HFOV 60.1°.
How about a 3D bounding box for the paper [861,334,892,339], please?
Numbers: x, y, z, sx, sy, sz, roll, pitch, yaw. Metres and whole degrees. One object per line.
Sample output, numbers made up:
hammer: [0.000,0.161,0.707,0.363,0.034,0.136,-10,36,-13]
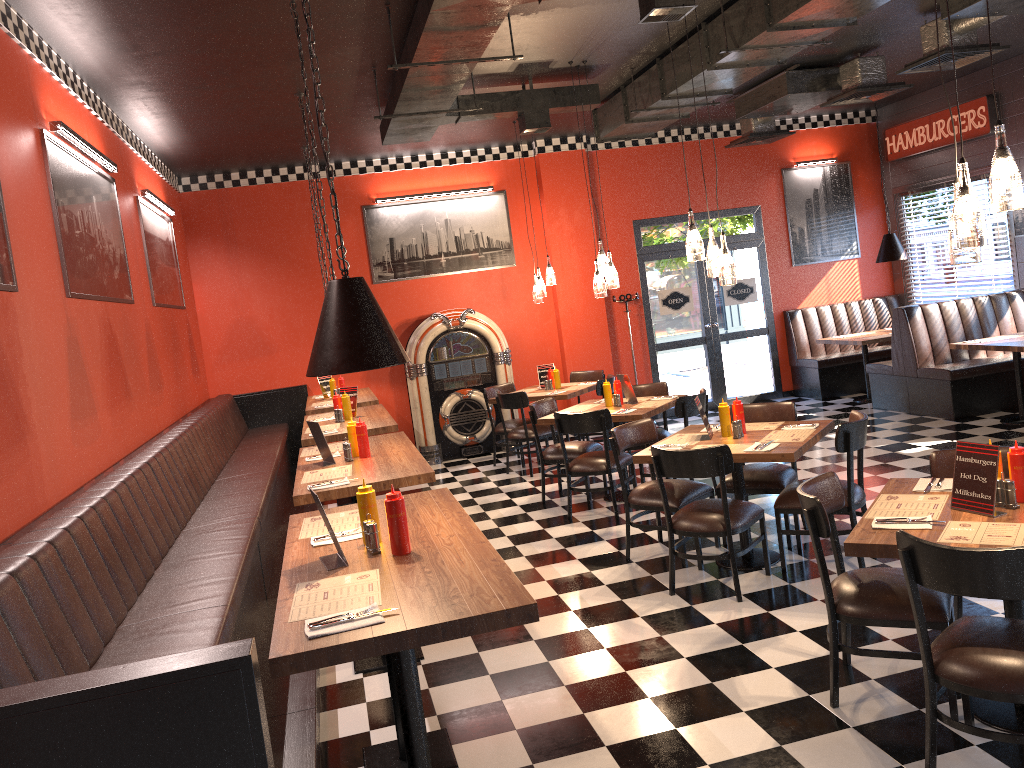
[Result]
paper: [4.319,-0.556,10.387,0.366,0.001,0.261,-9,6,-15]

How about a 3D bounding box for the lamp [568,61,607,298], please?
lamp: [0.613,-1.692,7.345,0.108,1.961,0.109,-8,3,0]

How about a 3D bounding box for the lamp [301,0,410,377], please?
lamp: [-0.699,-1.064,3.199,0.381,2.039,0.383,-6,4,29]

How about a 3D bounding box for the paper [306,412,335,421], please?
paper: [-1.664,0.281,7.765,0.261,0.001,0.366,-9,6,-9]

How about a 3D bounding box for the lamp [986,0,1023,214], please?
lamp: [1.639,-1.586,3.107,0.109,1.961,0.108,-9,3,-20]

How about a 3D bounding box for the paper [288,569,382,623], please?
paper: [-0.526,0.630,2.659,0.261,0.001,0.366,-9,6,-9]

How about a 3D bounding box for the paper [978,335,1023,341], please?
paper: [4.801,-0.454,8.691,0.366,0.001,0.261,-9,6,-10]

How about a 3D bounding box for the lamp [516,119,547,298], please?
lamp: [0.188,-1.896,9.399,0.108,1.961,0.109,-6,4,30]

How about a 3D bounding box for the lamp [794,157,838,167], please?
lamp: [4.040,-2.951,11.789,0.611,0.056,0.081,-9,5,-12]

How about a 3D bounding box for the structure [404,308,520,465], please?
structure: [-0.615,-0.019,10.596,1.296,1.764,0.501,-9,3,-12]

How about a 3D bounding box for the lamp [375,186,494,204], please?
lamp: [-0.932,-2.290,10.718,1.446,0.056,0.081,-9,5,-12]

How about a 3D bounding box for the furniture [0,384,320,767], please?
furniture: [-1.957,0.912,6.123,1.105,1.146,8.773,-9,6,-12]

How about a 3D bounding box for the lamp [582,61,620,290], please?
lamp: [0.721,-1.769,7.381,0.109,1.961,0.108,-9,4,-30]

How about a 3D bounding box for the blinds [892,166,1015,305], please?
blinds: [5.410,-1.727,10.923,0.099,1.630,1.872,-8,5,-12]

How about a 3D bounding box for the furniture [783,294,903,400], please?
furniture: [4.581,-0.516,11.642,1.711,1.151,0.707,-9,4,-12]

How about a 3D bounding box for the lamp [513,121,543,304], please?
lamp: [0.157,-1.844,9.519,0.109,1.961,0.108,-9,4,-30]

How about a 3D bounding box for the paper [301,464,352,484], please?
paper: [-0.996,0.485,4.777,0.261,0.001,0.366,-9,6,-9]

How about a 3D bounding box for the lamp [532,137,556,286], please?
lamp: [0.294,-2.028,9.440,0.108,1.961,0.109,-7,3,20]

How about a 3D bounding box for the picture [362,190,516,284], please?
picture: [-0.869,-1.789,10.772,1.772,0.937,0.023,-9,3,-12]

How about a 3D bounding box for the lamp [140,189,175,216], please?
lamp: [-3.328,-1.697,8.336,0.081,0.056,1.447,-9,6,-12]

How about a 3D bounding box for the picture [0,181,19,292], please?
picture: [-2.162,-0.828,3.199,0.023,0.937,1.773,-8,5,-12]

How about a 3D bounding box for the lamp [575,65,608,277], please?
lamp: [0.658,-1.886,7.497,0.108,1.961,0.109,-6,4,35]

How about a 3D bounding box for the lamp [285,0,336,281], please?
lamp: [-1.112,-1.195,5.091,0.381,2.039,0.383,-6,4,29]

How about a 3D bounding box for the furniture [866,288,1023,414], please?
furniture: [4.940,-0.403,9.999,1.711,1.151,0.707,-9,4,-12]

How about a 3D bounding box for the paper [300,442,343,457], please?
paper: [-1.225,0.423,5.716,0.261,0.001,0.366,-9,6,-9]

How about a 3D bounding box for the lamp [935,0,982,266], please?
lamp: [1.570,-1.419,3.265,0.108,1.961,0.109,-6,4,35]

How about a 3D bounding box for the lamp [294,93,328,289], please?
lamp: [-1.580,-1.342,7.231,0.381,2.039,0.383,-6,4,29]

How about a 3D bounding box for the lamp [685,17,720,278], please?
lamp: [1.136,-1.634,5.434,0.108,1.961,0.109,-6,4,30]

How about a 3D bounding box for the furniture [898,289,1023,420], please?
furniture: [5.090,-0.355,9.310,1.711,1.151,0.707,-9,4,-12]

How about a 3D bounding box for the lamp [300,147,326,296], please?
lamp: [-2.058,-1.493,9.421,0.381,2.039,0.383,-6,4,29]

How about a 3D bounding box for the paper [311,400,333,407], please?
paper: [-1.891,0.194,8.959,0.261,0.001,0.366,-9,6,-9]

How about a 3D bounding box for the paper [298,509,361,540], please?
paper: [-0.723,0.564,3.598,0.261,0.001,0.366,-9,6,-9]

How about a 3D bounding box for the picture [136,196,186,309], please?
picture: [-3.289,-1.184,8.359,0.023,0.937,1.773,-8,5,-12]

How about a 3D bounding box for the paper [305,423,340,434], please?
paper: [-1.466,0.343,6.867,0.261,0.001,0.366,-9,6,-9]

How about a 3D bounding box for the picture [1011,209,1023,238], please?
picture: [5.640,-1.897,9.756,0.012,0.535,0.351,-8,4,-12]

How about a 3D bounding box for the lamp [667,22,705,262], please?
lamp: [1.001,-1.724,5.381,0.109,1.961,0.108,-10,4,-40]

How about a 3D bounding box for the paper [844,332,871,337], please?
paper: [4.284,-0.614,11.024,0.366,0.001,0.261,-9,6,-12]

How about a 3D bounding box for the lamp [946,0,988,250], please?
lamp: [1.528,-1.461,3.144,0.109,1.961,0.108,-9,3,-25]

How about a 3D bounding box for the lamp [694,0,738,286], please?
lamp: [1.184,-1.569,5.321,0.108,1.961,0.109,-8,3,0]

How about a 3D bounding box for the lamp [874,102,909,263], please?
lamp: [4.483,-2.502,10.706,0.381,2.039,0.383,-5,4,37]

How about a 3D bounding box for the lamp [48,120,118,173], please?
lamp: [-2.764,-1.519,5.752,0.081,0.056,1.447,-9,6,-12]

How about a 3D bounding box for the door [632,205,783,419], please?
door: [2.578,-0.953,11.552,1.802,2.566,0.128,-9,3,-12]

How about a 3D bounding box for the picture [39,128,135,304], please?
picture: [-2.726,-1.006,5.779,0.023,0.937,1.773,-8,5,-12]

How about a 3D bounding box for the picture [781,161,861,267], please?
picture: [4.141,-2.280,11.859,1.024,1.298,0.016,-9,3,-12]

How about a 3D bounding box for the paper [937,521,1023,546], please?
paper: [1.693,0.518,3.070,0.365,0.001,0.262,-4,7,35]

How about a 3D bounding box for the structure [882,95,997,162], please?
structure: [6.182,-2.779,6.264,0.120,0.437,11.282,-8,6,-12]

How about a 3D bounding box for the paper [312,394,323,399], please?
paper: [-2.100,0.128,9.917,0.261,0.001,0.366,-9,6,-9]
